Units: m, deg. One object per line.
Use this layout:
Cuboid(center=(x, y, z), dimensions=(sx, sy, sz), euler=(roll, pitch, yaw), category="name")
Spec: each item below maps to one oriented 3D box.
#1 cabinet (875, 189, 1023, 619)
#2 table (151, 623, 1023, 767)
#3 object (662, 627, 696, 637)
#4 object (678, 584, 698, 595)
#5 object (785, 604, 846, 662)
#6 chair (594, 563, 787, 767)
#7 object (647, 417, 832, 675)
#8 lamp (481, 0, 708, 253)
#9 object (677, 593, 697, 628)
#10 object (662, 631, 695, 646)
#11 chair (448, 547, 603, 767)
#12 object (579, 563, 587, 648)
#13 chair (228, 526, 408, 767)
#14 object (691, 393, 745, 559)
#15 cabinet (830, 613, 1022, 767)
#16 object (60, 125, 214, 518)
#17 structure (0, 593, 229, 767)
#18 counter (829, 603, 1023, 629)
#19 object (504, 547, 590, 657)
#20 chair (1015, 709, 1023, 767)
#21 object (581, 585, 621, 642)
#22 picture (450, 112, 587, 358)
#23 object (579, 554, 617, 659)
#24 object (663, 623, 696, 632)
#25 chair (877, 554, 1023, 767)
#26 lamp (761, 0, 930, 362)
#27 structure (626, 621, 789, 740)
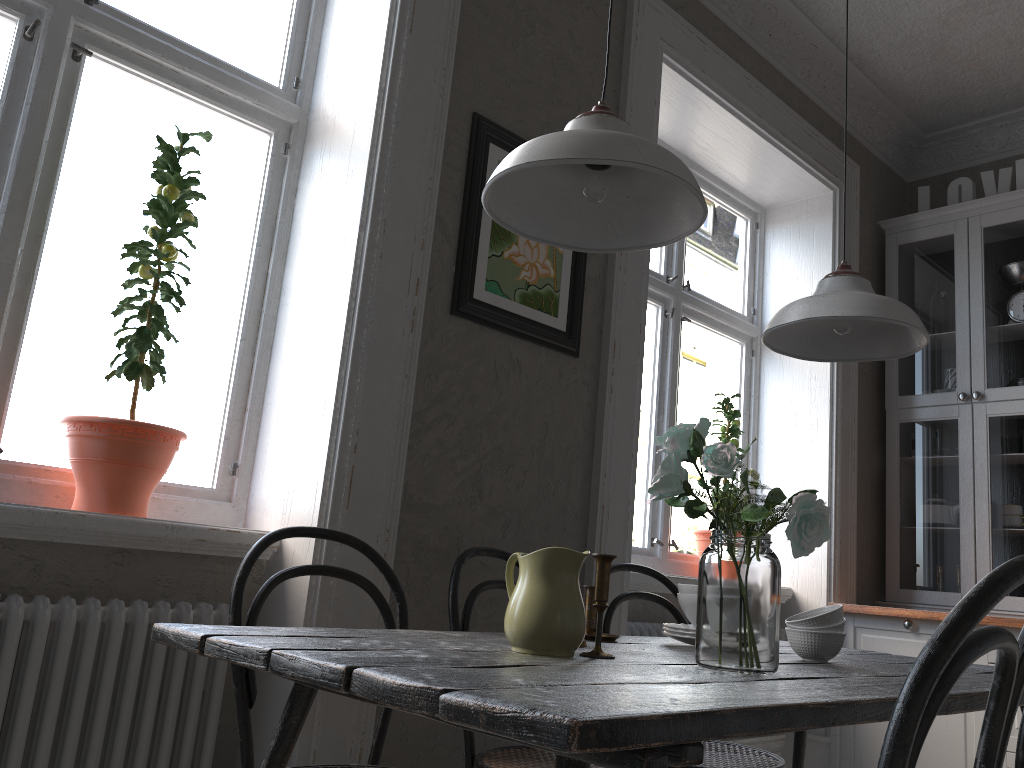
Cuboid(center=(2.197, 0.114, 4.101), dimensions=(0.396, 1.922, 0.861), euler=(17, -17, -42), category="cabinet")
Cuboid(center=(0.401, 0.892, 1.657), dimensions=(1.959, 0.735, 0.886), euler=(16, -17, -42), category="table")
Cuboid(center=(0.454, 0.567, 1.975), dimensions=(0.235, 0.027, 0.239), euler=(2, -13, 14), category="object")
Cuboid(center=(0.460, 0.504, 1.989), dimensions=(0.176, 0.094, 0.183), euler=(-4, -15, 37), category="object")
Cuboid(center=(0.637, 0.520, 1.861), dimensions=(0.130, 0.119, 0.122), euler=(12, -14, -27), category="object")
Cuboid(center=(0.460, 0.953, 2.350), dimensions=(0.446, 0.921, 0.539), euler=(13, -14, -30), category="chair")
Cuboid(center=(0.374, 0.259, 1.468), dimensions=(0.305, 0.414, 0.256), euler=(-7, -17, 44), category="object")
Cuboid(center=(0.224, -1.189, 1.692), dimensions=(0.381, 1.860, 0.377), euler=(7, -13, -6), category="lamp")
Cuboid(center=(0.458, 0.524, 1.984), dimensions=(0.176, 0.094, 0.183), euler=(-4, -15, 37), category="object")
Cuboid(center=(0.453, 0.576, 1.973), dimensions=(0.241, 0.027, 0.233), euler=(11, -14, -25), category="object")
Cuboid(center=(0.095, 0.851, 2.028), dimensions=(0.537, 0.921, 0.447), euler=(-6, -17, 43), category="chair")
Cuboid(center=(0.102, 0.409, 1.688), dimensions=(0.094, 0.172, 0.097), euler=(-1, -14, 27), category="object")
Cuboid(center=(-0.305, 0.732, 1.645), dimensions=(0.446, 0.921, 0.538), euler=(14, -15, -35), category="chair")
Cuboid(center=(0.914, 0.434, 3.819), dimensions=(0.263, 0.814, 0.257), euler=(9, -13, -16), category="object")
Cuboid(center=(2.215, 1.011, 1.791), dimensions=(1.984, 0.855, 4.200), euler=(4, -12, 3), category="cabinet")
Cuboid(center=(-0.872, -0.182, 2.126), dimensions=(0.271, 0.992, 0.269), euler=(6, -13, -4), category="object")
Cuboid(center=(-1.103, 0.605, 1.662), dimensions=(0.145, 0.428, 1.248), euler=(-7, -17, 43), category="structure")
Cuboid(center=(1.838, 0.622, 2.093), dimensions=(3.460, 0.039, 3.094), euler=(16, -17, -42), category="counter")
Cuboid(center=(0.052, 0.357, 1.468), dimensions=(0.149, 0.170, 0.136), euler=(4, -13, 8), category="object")
Cuboid(center=(0.704, 0.756, 1.356), dimensions=(0.446, 0.921, 0.538), euler=(14, -15, -35), category="chair")
Cuboid(center=(0.172, 0.502, 1.949), dimensions=(0.137, 0.112, 0.142), euler=(-2, -14, 28), category="object")
Cuboid(center=(0.051, -0.438, 2.695), dimensions=(0.532, 0.620, 0.019), euler=(17, -17, -42), category="picture")
Cuboid(center=(0.149, 0.371, 1.486), dimensions=(0.060, 0.167, 0.058), euler=(12, -14, -29), category="object")
Cuboid(center=(0.455, 0.559, 1.977), dimensions=(0.241, 0.027, 0.234), euler=(10, -13, -20), category="object")
Cuboid(center=(0.320, 0.642, 0.986), dimensions=(0.537, 0.921, 0.447), euler=(-6, -17, 43), category="chair")
Cuboid(center=(0.873, -0.998, 2.304), dimensions=(0.387, 1.860, 0.371), euler=(14, -15, -35), category="lamp")
Cuboid(center=(0.735, 1.145, 3.401), dimensions=(0.145, 0.428, 1.248), euler=(-7, -17, 43), category="structure")
